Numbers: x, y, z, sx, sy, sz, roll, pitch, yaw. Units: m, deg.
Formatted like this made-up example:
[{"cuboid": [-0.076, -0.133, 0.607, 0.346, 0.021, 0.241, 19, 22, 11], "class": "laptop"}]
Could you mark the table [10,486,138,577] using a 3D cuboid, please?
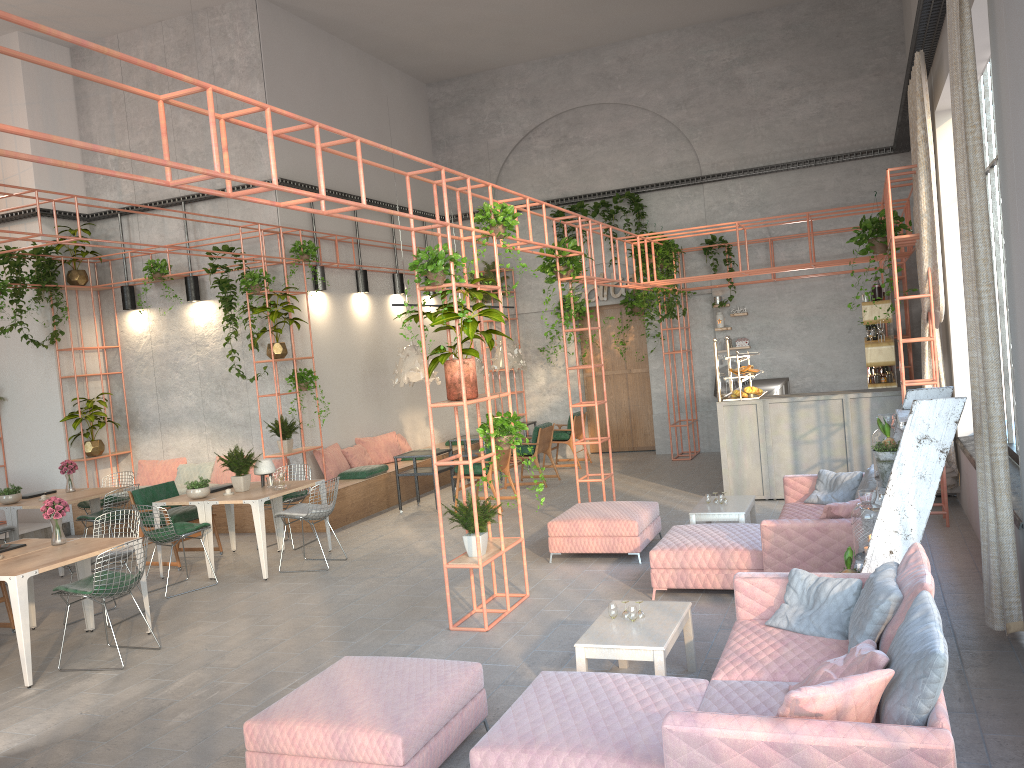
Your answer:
[{"cuboid": [-5.246, 1.767, 10.743, 0.694, 0.830, 1.214, -4, 3, 22], "class": "table"}]

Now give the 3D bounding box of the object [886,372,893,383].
[{"cuboid": [4.792, -0.083, 11.250, 0.073, 0.131, 0.073, -5, 2, 15], "class": "object"}]

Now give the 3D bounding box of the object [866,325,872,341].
[{"cuboid": [4.959, -0.750, 12.335, 0.066, 0.291, 0.066, -6, 2, -8], "class": "object"}]

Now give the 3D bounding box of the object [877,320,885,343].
[{"cuboid": [4.612, -0.657, 11.081, 0.075, 0.273, 0.075, -5, 2, 11], "class": "object"}]

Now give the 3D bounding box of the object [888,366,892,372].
[{"cuboid": [5.057, -0.194, 11.900, 0.072, 0.248, 0.094, -4, 3, 22], "class": "object"}]

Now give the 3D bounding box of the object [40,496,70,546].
[{"cuboid": [-3.869, 1.160, 7.525, 0.213, 0.414, 0.225, -5, 2, 14], "class": "object"}]

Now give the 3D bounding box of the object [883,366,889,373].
[{"cuboid": [4.952, -0.198, 11.752, 0.072, 0.287, 0.074, -7, 3, -36], "class": "object"}]

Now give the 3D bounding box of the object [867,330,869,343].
[{"cuboid": [4.632, -0.618, 11.458, 0.083, 0.159, 0.083, -6, 3, -23], "class": "object"}]

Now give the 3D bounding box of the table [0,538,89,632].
[{"cuboid": [-4.286, 1.830, 7.360, 0.694, 0.830, 1.205, -4, 3, 22], "class": "table"}]

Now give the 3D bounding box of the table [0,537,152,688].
[{"cuboid": [-3.640, 1.780, 7.104, 0.694, 0.830, 1.214, -4, 3, 22], "class": "table"}]

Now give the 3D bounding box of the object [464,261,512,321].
[{"cuboid": [-0.455, -1.732, 16.455, 0.894, 1.101, 0.900, -6, 2, -9], "class": "object"}]

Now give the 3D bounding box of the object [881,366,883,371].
[{"cuboid": [4.993, -0.189, 11.929, 0.072, 0.248, 0.094, -4, 3, 22], "class": "object"}]

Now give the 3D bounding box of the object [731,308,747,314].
[{"cuboid": [3.846, -1.248, 15.057, 0.263, 0.101, 0.013, -4, 3, 22], "class": "object"}]

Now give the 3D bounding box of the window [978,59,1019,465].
[{"cuboid": [3.974, -2.094, 7.219, 0.089, 5.538, 4.127, -4, 3, 22], "class": "window"}]

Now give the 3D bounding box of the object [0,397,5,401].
[{"cuboid": [-8.083, 0.290, 13.184, 0.900, 1.097, 0.894, -7, 3, -39], "class": "object"}]

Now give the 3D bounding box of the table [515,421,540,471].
[{"cuboid": [0.076, 1.101, 15.669, 0.635, 0.798, 0.602, -4, 3, 22], "class": "table"}]

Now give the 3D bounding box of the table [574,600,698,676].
[{"cuboid": [0.759, 1.642, 5.292, 0.520, 0.455, 0.916, -4, 3, 22], "class": "table"}]

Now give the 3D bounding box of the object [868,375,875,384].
[{"cuboid": [4.634, -0.062, 11.394, 0.115, 0.107, 0.115, -6, 2, -12], "class": "object"}]

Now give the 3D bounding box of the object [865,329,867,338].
[{"cuboid": [5.646, -0.812, 14.013, 0.115, 0.147, 0.115, -6, 3, -23], "class": "object"}]

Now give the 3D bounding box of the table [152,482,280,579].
[{"cuboid": [-3.280, 1.617, 9.947, 0.694, 0.830, 1.205, -4, 3, 22], "class": "table"}]

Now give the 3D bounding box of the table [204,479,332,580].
[{"cuboid": [-2.634, 1.567, 9.691, 0.694, 0.830, 1.214, -4, 3, 22], "class": "table"}]

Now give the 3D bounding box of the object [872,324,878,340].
[{"cuboid": [5.031, -0.756, 12.307, 0.066, 0.291, 0.066, -4, 3, 28], "class": "object"}]

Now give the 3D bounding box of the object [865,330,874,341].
[{"cuboid": [4.940, -0.672, 12.233, 0.115, 0.147, 0.115, -4, 3, 31], "class": "object"}]

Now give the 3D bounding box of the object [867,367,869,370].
[{"cuboid": [4.973, -0.183, 12.308, 0.070, 0.209, 0.070, -6, 2, -18], "class": "object"}]

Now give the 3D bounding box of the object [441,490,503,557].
[{"cuboid": [-0.319, 1.109, 7.069, 0.438, 0.527, 0.368, -4, 3, 22], "class": "object"}]

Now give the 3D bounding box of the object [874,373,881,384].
[{"cuboid": [4.658, -0.072, 11.298, 0.073, 0.131, 0.073, -5, 2, 15], "class": "object"}]

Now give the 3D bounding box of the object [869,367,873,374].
[{"cuboid": [4.790, -0.187, 11.808, 0.066, 0.291, 0.066, -5, 2, 6], "class": "object"}]

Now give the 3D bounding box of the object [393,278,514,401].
[{"cuboid": [-0.422, -0.348, 6.899, 0.924, 0.946, 0.923, -6, 2, -12], "class": "object"}]

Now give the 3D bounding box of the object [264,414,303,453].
[{"cuboid": [-3.063, 0.660, 11.864, 0.438, 0.527, 0.368, -4, 3, 22], "class": "object"}]

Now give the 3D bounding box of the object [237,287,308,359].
[{"cuboid": [-3.134, -0.802, 11.688, 0.903, 0.947, 0.934, -6, 2, -17], "class": "object"}]

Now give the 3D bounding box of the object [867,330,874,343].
[{"cuboid": [4.599, -0.611, 11.373, 0.083, 0.159, 0.083, -6, 3, -23], "class": "object"}]

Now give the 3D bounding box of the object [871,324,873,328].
[{"cuboid": [5.737, -0.895, 14.086, 0.066, 0.291, 0.066, -4, 3, 28], "class": "object"}]

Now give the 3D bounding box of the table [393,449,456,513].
[{"cuboid": [-1.214, 1.356, 12.415, 0.635, 0.798, 0.602, -4, 3, 22], "class": "table"}]

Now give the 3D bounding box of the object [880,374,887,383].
[{"cuboid": [4.749, -0.071, 11.347, 0.115, 0.107, 0.115, -4, 3, 28], "class": "object"}]

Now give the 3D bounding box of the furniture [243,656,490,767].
[{"cuboid": [-0.741, 1.803, 4.708, 0.941, 0.446, 0.976, -4, 3, 22], "class": "furniture"}]

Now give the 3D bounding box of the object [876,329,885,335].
[{"cuboid": [5.062, -0.682, 12.184, 0.115, 0.147, 0.115, -4, 3, 31], "class": "object"}]

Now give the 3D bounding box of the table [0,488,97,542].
[{"cuboid": [-5.892, 1.816, 10.999, 0.694, 0.830, 1.205, -4, 3, 22], "class": "table"}]

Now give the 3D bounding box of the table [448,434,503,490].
[{"cuboid": [-0.569, 1.229, 14.042, 0.635, 0.798, 0.602, -4, 3, 22], "class": "table"}]

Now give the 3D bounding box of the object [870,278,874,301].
[{"cuboid": [5.516, -1.423, 13.478, 0.134, 0.386, 0.134, -7, 3, -34], "class": "object"}]

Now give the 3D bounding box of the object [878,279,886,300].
[{"cuboid": [4.918, -1.258, 11.864, 0.134, 0.301, 0.134, -5, 2, 11], "class": "object"}]

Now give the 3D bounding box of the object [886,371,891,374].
[{"cuboid": [4.880, -0.100, 11.470, 0.073, 0.131, 0.073, -5, 2, 8], "class": "object"}]

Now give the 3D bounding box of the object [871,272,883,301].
[{"cuboid": [4.810, -1.283, 11.698, 0.134, 0.386, 0.134, -5, 2, 11], "class": "object"}]

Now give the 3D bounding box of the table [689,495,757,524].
[{"cuboid": [2.059, 1.382, 8.569, 0.520, 0.455, 0.916, -4, 3, 22], "class": "table"}]

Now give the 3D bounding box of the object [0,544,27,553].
[{"cuboid": [-4.374, 1.414, 7.484, 0.268, 0.031, 0.427, -4, 3, 22], "class": "object"}]

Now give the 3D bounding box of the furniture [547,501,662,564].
[{"cuboid": [0.951, 1.469, 8.972, 0.941, 0.446, 0.976, -4, 3, 22], "class": "furniture"}]

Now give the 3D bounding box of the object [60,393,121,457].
[{"cuboid": [-6.245, 0.610, 13.062, 0.903, 0.919, 0.934, -6, 2, -7], "class": "object"}]

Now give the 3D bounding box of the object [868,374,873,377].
[{"cuboid": [4.681, -0.072, 11.514, 0.115, 0.107, 0.115, -4, 3, 19], "class": "object"}]

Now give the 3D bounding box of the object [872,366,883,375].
[{"cuboid": [4.708, -0.175, 11.423, 0.115, 0.107, 0.115, -6, 2, -12], "class": "object"}]

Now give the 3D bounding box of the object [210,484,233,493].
[{"cuboid": [-3.369, 1.188, 10.071, 0.268, 0.031, 0.427, -4, 3, 22], "class": "object"}]

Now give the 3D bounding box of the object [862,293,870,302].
[{"cuboid": [4.702, -1.145, 11.785, 0.088, 0.123, 0.088, -6, 2, -12], "class": "object"}]
